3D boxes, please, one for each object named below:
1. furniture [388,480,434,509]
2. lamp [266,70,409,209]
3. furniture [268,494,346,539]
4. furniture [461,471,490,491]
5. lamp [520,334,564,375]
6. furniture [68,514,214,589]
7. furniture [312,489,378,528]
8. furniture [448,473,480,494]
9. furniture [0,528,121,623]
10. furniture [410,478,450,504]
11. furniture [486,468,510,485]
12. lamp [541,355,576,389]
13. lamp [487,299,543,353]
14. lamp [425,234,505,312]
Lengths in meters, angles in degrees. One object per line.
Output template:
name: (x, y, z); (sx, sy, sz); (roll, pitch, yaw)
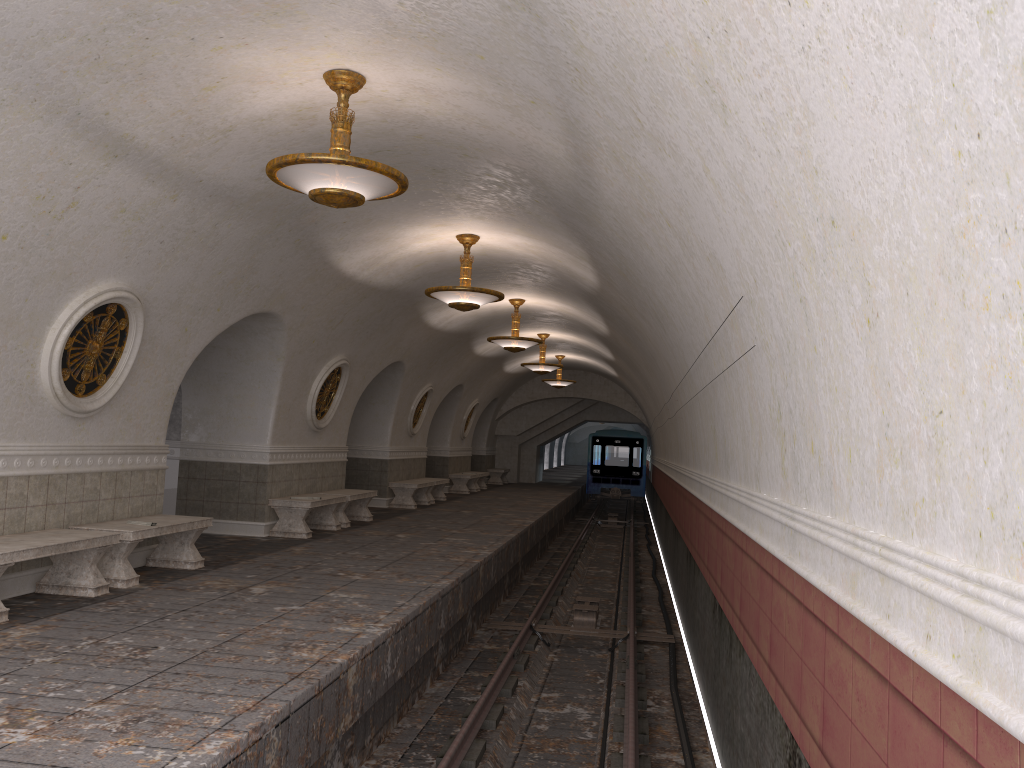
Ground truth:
furniture: (-2.124, 2.322, 18.710); (0.613, 0.508, 1.509); (2, -4, 8)
lamp: (-1.236, -1.736, 6.390); (1.008, 0.955, 1.008); (3, -4, -8)
furniture: (-2.933, 1.886, 12.760); (0.613, 0.508, 1.509); (2, -4, 8)
furniture: (-1.097, 2.875, 26.265); (0.613, 0.508, 1.509); (2, -4, 8)
lamp: (0.714, -0.685, 20.741); (1.008, 0.955, 1.008); (1, -4, 24)
furniture: (-3.514, 1.573, 8.483); (0.613, 0.508, 1.509); (2, -4, 8)
furniture: (-2.707, 2.008, 14.422); (0.613, 0.508, 1.509); (2, -4, 8)
furniture: (-1.323, 2.753, 24.603); (0.613, 0.508, 1.509); (2, -4, 8)
furniture: (-3.740, 1.451, 6.821); (0.613, 0.508, 1.509); (2, -4, 8)
furniture: (-1.898, 2.443, 20.372); (0.613, 0.508, 1.509); (2, -4, 8)
furniture: (-0.477, 3.210, 30.832); (0.613, 0.508, 1.509); (2, -4, 8)
lamp: (1.363, -0.335, 25.514); (1.008, 0.955, 1.008); (6, -5, -36)
lamp: (0.066, -1.034, 15.969); (1.008, 0.955, 1.008); (1, -4, 24)
lamp: (-0.583, -1.384, 11.196); (1.008, 0.955, 1.008); (3, -4, -8)
